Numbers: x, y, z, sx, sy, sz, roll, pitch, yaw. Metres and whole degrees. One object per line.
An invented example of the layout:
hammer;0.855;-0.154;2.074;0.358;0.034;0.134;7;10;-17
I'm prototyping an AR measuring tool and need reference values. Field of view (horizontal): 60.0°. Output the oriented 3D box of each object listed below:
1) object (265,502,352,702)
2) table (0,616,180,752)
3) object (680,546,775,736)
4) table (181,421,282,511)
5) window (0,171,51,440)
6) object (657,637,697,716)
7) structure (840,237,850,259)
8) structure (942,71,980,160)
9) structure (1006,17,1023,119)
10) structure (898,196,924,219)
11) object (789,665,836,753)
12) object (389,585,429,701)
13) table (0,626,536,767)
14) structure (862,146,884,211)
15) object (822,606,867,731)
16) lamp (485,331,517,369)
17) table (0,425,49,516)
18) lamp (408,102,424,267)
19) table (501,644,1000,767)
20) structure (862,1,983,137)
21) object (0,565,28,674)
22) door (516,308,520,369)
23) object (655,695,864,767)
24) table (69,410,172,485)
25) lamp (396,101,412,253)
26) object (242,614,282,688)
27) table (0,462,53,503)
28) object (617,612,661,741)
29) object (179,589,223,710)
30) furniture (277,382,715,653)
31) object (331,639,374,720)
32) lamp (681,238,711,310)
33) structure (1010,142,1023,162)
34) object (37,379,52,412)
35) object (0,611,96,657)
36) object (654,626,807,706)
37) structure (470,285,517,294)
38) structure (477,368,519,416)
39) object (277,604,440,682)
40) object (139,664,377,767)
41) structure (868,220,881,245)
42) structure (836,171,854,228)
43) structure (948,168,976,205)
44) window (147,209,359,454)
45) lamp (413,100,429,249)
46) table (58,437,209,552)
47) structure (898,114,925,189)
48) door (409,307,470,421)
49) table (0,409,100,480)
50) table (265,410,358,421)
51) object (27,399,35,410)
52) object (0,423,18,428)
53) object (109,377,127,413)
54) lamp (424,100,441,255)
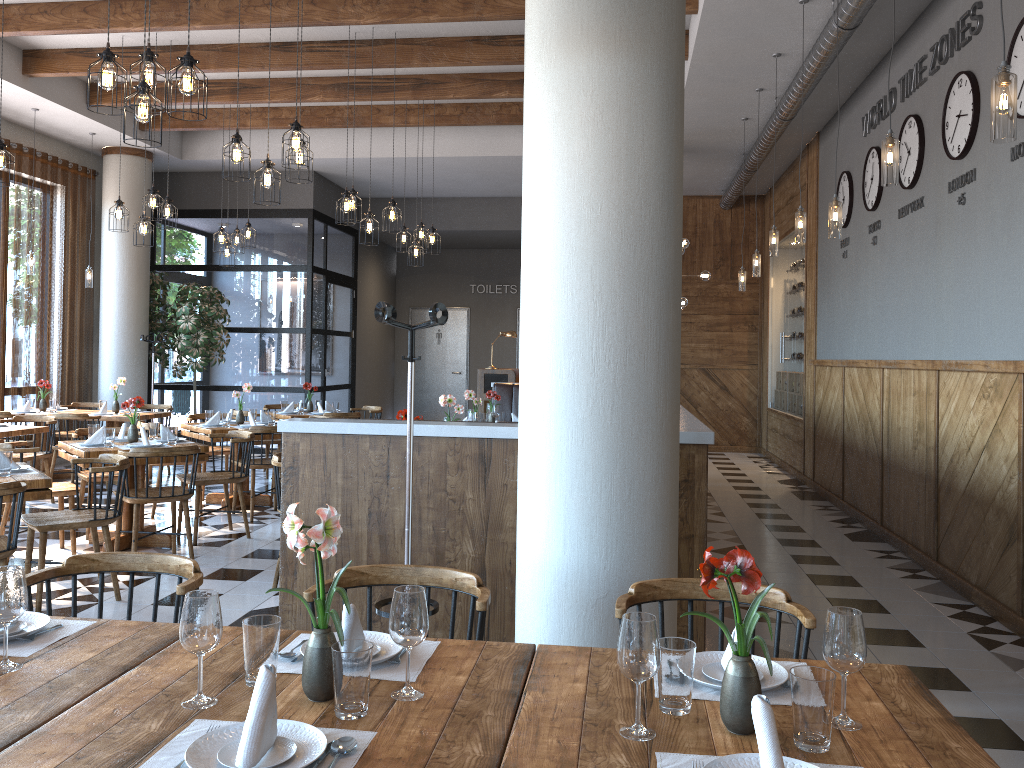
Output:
object;-0.401;0.430;1.770;0.146;0.400;0.206;1;0;-34
table;-1.269;0.995;1.874;0.850;0.764;0.850;1;1;7
object;0.400;0.470;1.639;0.156;0.355;0.171;1;0;45
table;-2.594;0.771;8.438;0.864;0.764;0.864;0;1;-38
window;-5.761;-0.699;3.492;4.491;3.165;15.136;1;2;-16
object;0.322;0.577;1.745;0.080;0.132;0.080;1;0;37
structure;3.313;-1.345;8.815;0.021;0.197;0.305;1;1;7
structure;2.920;-1.745;5.770;0.046;0.561;0.560;1;1;7
structure;2.792;-1.716;4.766;0.046;0.561;0.560;1;1;7
structure;3.055;-1.347;6.785;0.021;0.080;0.583;1;2;7
object;0.539;0.585;1.590;0.080;0.132;0.080;1;0;22
object;-0.211;0.524;1.803;0.081;0.215;0.081;1;0;-1
table;-0.423;1.012;1.766;0.850;0.764;0.850;1;1;7
structure;3.178;-1.803;7.798;0.046;0.561;0.560;1;1;7
object;0.635;0.542;1.695;0.081;0.215;0.081;1;0;-1
lamp;-0.149;-0.289;11.006;0.445;0.757;0.170;1;-1;-17
table;-4.621;0.765;7.558;0.850;0.764;0.850;1;1;7
lamp;-1.073;-2.368;10.056;0.175;2.072;0.175;1;-1;-39
table;0.424;1.029;1.658;0.850;0.764;0.850;1;1;7
structure;3.068;-2.322;6.819;0.033;0.199;2.729;1;2;7
object;-1.206;0.435;1.899;0.295;0.355;0.166;1;0;13
door;0.670;-0.252;16.892;1.207;2.395;0.114;1;-1;7
object;0.410;0.586;1.403;0.352;0.137;0.272;1;1;7
table;-4.348;0.704;9.697;0.850;0.764;0.850;1;1;7
lamp;-1.229;-2.550;10.203;0.175;2.072;0.175;0;-1;40
object;-0.524;0.559;1.853;0.080;0.132;0.080;1;0;37
table;-3.057;0.875;4.808;0.864;0.764;0.864;0;1;-38
object;0.233;0.537;1.636;0.081;0.215;0.081;1;0;-1
object;-0.612;0.520;1.744;0.081;0.215;0.081;1;0;-29
furniture;0.308;0.666;7.106;1.917;1.150;6.588;1;2;7
object;-0.307;0.568;1.698;0.080;0.132;0.080;1;0;22
lamp;2.015;-1.870;12.252;1.160;2.193;1.186;1;0;-31
structure;2.797;-1.229;4.763;0.021;0.200;0.498;1;1;7
object;-5.194;0.126;9.848;0.156;0.355;0.171;1;0;-17
object;-1.243;0.536;2.143;0.352;0.137;0.272;1;1;7
object;0.485;0.571;1.922;0.352;0.137;0.272;1;1;7
structure;-0.359;-1.827;17.055;0.916;0.166;0.035;1;-1;7
structure;-0.068;0.458;11.261;0.645;1.300;1.045;1;0;7
object;-0.361;0.554;2.030;0.352;0.137;0.272;1;1;7
object;-0.436;0.569;1.511;0.352;0.137;0.272;1;1;7
structure;3.181;-1.315;7.778;0.021;0.200;0.369;1;1;7
structure;3.308;-1.832;8.811;0.046;0.561;0.560;1;1;7
structure;2.924;-1.258;5.761;0.021;0.200;0.443;1;1;7
window;-4.043;-0.794;13.914;2.727;3.550;2.185;1;0;7
lamp;-1.038;-2.606;10.288;0.175;2.072;0.175;1;-1;-39
table;-2.829;0.824;6.593;0.864;0.764;0.864;0;1;-38
structure;3.049;-1.774;6.784;0.046;0.561;0.560;1;1;7
door;-1.426;-0.294;17.160;1.207;2.395;0.114;1;-1;7
table;-5.197;0.686;9.805;0.850;0.764;0.850;1;1;7
table;-2.356;0.718;10.302;0.864;0.764;0.864;0;1;-38
object;-5.398;0.231;9.942;0.080;0.132;0.080;1;0;22
object;-4.569;0.307;7.820;0.352;0.137;0.272;1;1;7
object;-4.314;0.122;9.709;0.146;0.400;0.206;1;0;0
lamp;-0.880;-2.493;9.944;0.175;2.072;0.175;1;-1;18
